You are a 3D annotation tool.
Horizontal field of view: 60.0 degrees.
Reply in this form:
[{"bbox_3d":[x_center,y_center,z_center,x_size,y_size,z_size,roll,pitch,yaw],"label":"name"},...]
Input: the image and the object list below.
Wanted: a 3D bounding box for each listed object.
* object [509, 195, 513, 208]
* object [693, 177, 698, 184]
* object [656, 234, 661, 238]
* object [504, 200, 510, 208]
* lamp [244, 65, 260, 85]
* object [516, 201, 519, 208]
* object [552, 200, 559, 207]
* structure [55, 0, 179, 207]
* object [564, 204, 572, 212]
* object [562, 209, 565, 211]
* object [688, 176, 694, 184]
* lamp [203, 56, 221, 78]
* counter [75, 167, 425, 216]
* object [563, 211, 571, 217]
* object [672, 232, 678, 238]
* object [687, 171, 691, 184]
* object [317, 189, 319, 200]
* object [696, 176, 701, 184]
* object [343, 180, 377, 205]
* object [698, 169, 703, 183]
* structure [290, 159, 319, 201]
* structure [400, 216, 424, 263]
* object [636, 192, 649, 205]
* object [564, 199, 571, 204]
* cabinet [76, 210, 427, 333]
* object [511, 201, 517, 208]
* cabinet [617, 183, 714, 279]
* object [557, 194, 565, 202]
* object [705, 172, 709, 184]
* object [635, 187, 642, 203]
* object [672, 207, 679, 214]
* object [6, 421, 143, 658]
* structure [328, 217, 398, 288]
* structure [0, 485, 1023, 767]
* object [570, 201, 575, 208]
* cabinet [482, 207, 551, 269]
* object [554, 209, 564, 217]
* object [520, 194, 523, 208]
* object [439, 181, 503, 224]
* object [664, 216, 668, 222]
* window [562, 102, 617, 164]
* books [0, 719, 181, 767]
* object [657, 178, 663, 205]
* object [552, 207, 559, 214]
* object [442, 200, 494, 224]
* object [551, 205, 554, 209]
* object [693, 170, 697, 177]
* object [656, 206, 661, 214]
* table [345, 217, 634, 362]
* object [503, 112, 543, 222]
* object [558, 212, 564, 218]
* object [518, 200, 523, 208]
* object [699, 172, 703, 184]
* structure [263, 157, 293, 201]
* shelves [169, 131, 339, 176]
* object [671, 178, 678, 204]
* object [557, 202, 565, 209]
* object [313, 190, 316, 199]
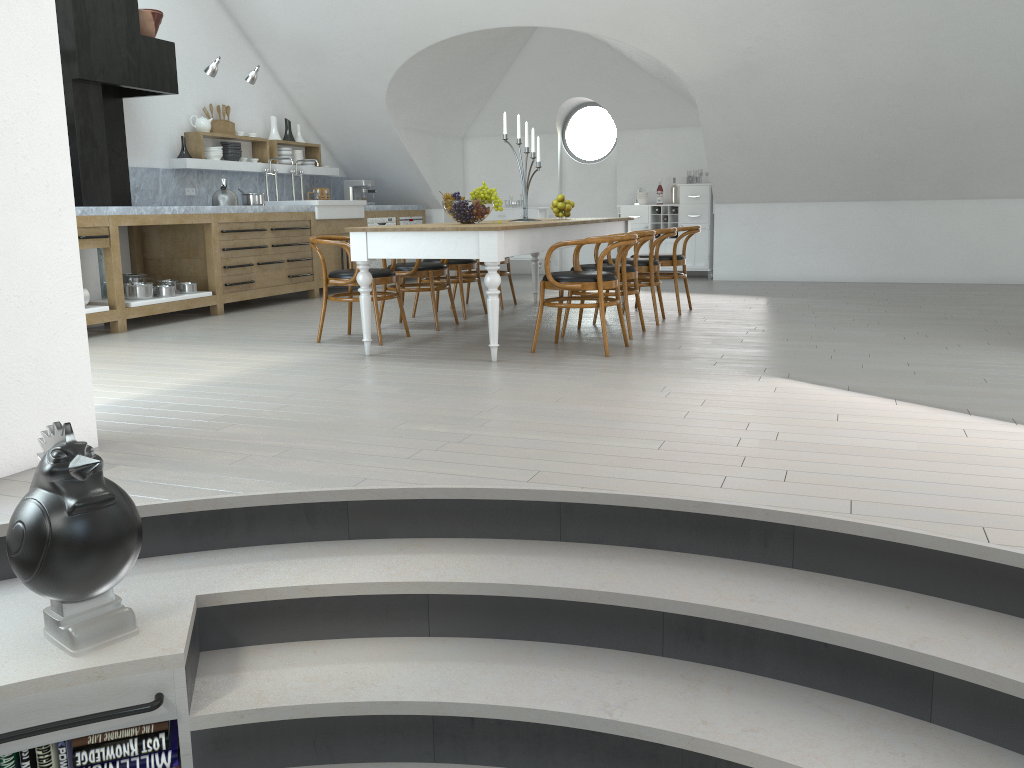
[{"bbox_3d":[-0.008,-2.410,11.711,0.048,0.168,0.048,0,10,8],"label":"object"},{"bbox_3d":[2.261,-2.515,10.980,0.077,0.085,0.077,5,12,28],"label":"object"},{"bbox_3d":[1.901,-1.891,11.226,0.156,0.085,0.332,3,12,22],"label":"object"},{"bbox_3d":[-0.060,-2.366,11.655,0.082,0.105,0.082,6,12,34],"label":"object"},{"bbox_3d":[-2.444,-2.912,8.359,0.169,0.175,0.113,1,10,13],"label":"lamp"},{"bbox_3d":[0.063,-2.380,11.745,0.094,0.093,0.094,1,11,8],"label":"object"},{"bbox_3d":[0.377,-1.560,7.677,0.066,0.071,0.073,-3,11,-9],"label":"object"},{"bbox_3d":[-3.382,-2.406,7.285,0.781,1.875,1.080,3,11,21],"label":"structure"},{"bbox_3d":[0.483,-1.519,7.649,0.071,0.072,0.071,-4,11,-14],"label":"object"},{"bbox_3d":[0.471,-1.545,7.754,0.076,0.076,0.077,-3,11,-12],"label":"object"},{"bbox_3d":[2.204,-2.511,10.914,0.082,0.105,0.082,-7,12,-30],"label":"object"},{"bbox_3d":[-2.654,-2.799,7.829,0.165,0.177,0.116,7,13,39],"label":"lamp"},{"bbox_3d":[-2.710,-2.024,8.859,0.962,0.616,6.606,3,12,21],"label":"counter"},{"bbox_3d":[0.481,-1.482,7.714,0.063,0.063,0.064,5,12,32],"label":"object"},{"bbox_3d":[2.060,-1.878,11.159,0.081,0.080,0.360,3,12,19],"label":"object"},{"bbox_3d":[2.196,-2.558,10.989,0.048,0.168,0.048,-8,12,-36],"label":"object"},{"bbox_3d":[-2.319,-2.233,10.612,0.040,0.191,0.042,-7,11,-32],"label":"object"},{"bbox_3d":[2.315,-2.534,11.040,0.071,0.098,0.071,5,12,29],"label":"object"},{"bbox_3d":[-1.856,-2.388,11.095,0.387,0.319,0.326,3,11,21],"label":"object"},{"bbox_3d":[2.354,-2.590,11.093,0.063,0.186,0.063,0,10,7],"label":"object"},{"bbox_3d":[-2.341,-2.290,10.125,0.332,0.527,0.215,-1,10,2],"label":"structure"},{"bbox_3d":[-1.549,-1.834,11.431,0.631,0.633,0.635,3,11,21],"label":"structure"},{"bbox_3d":[1.655,-2.351,11.245,0.158,0.159,0.154,-10,14,-40],"label":"object"},{"bbox_3d":[0.477,-1.569,7.674,0.058,0.057,0.053,6,13,35],"label":"object"},{"bbox_3d":[-2.701,-1.205,8.920,1.004,1.017,6.458,3,12,21],"label":"cabinet"},{"bbox_3d":[0.026,-2.359,11.662,0.077,0.085,0.077,1,10,8],"label":"object"},{"bbox_3d":[1.979,-1.937,11.245,1.243,1.148,0.612,3,11,21],"label":"cabinet"},{"bbox_3d":[0.424,-1.609,7.679,0.072,0.074,0.073,3,11,21],"label":"object"},{"bbox_3d":[2.408,-2.543,10.948,0.046,0.142,0.046,5,11,32],"label":"object"},{"bbox_3d":[1.641,-2.443,11.479,0.115,0.208,0.065,3,11,23],"label":"object"},{"bbox_3d":[2.058,-2.175,11.102,0.088,0.084,0.361,3,12,21],"label":"object"},{"bbox_3d":[-1.122,0.371,2.277,0.320,0.560,0.322,-2,10,-6],"label":"object"},{"bbox_3d":[-1.820,-1.599,10.752,0.599,0.819,0.727,3,11,21],"label":"structure"},{"bbox_3d":[-0.254,1.122,0.728,4.714,0.690,4.729,-6,12,-24],"label":"structure"},{"bbox_3d":[0.517,-1.562,7.717,0.063,0.063,0.062,-4,11,-16],"label":"object"},{"bbox_3d":[-0.076,-1.950,11.833,1.135,0.785,0.499,3,11,21],"label":"cabinet"},{"bbox_3d":[0.409,-1.491,7.733,0.080,0.073,0.078,-6,11,-24],"label":"object"},{"bbox_3d":[0.138,-2.420,11.722,0.054,0.178,0.054,-1,10,-2],"label":"object"},{"bbox_3d":[-0.278,-1.226,6.001,0.394,0.283,0.294,-4,11,-15],"label":"object"},{"bbox_3d":[1.965,-2.079,11.172,0.085,0.085,0.332,3,12,20],"label":"object"},{"bbox_3d":[1.062,-3.354,11.866,0.900,0.895,0.060,3,10,21],"label":"window"},{"bbox_3d":[-1.165,0.938,2.202,0.666,0.167,0.241,-7,12,-28],"label":"books"},{"bbox_3d":[1.865,-2.427,11.178,0.081,0.328,0.082,2,10,17],"label":"object"},{"bbox_3d":[0.379,-1.502,7.662,0.060,0.055,0.060,2,11,15],"label":"object"},{"bbox_3d":[-0.296,-1.168,6.033,0.360,0.159,0.362,-1,11,1],"label":"object"},{"bbox_3d":[0.371,-1.543,7.739,0.062,0.059,0.062,4,12,25],"label":"object"},{"bbox_3d":[2.291,-2.586,11.098,0.054,0.178,0.054,2,10,15],"label":"object"},{"bbox_3d":[1.866,-2.192,11.183,0.093,0.094,0.361,3,12,21],"label":"object"},{"bbox_3d":[0.055,-0.849,6.835,1.019,0.795,3.365,3,12,21],"label":"table"},{"bbox_3d":[0.091,-1.700,6.854,0.265,0.871,0.779,-2,10,-5],"label":"object"},{"bbox_3d":[0.427,-1.465,7.671,0.050,0.050,0.051,4,11,24],"label":"object"},{"bbox_3d":[0.109,-2.368,11.666,0.071,0.098,0.071,9,14,43],"label":"object"},{"bbox_3d":[2.335,-2.540,10.942,0.046,0.142,0.046,5,11,32],"label":"object"},{"bbox_3d":[-2.515,-2.198,9.675,0.332,0.527,0.215,-1,10,2],"label":"structure"},{"bbox_3d":[-3.112,-2.728,8.336,0.480,1.355,5.577,2,11,15],"label":"shelves"},{"bbox_3d":[2.032,-2.417,11.108,0.085,0.329,0.085,-4,10,-20],"label":"object"},{"bbox_3d":[0.424,-1.533,7.625,0.071,0.063,0.072,2,11,14],"label":"object"},{"bbox_3d":[-2.365,-2.236,10.630,0.040,0.191,0.042,-7,11,-31],"label":"object"}]
